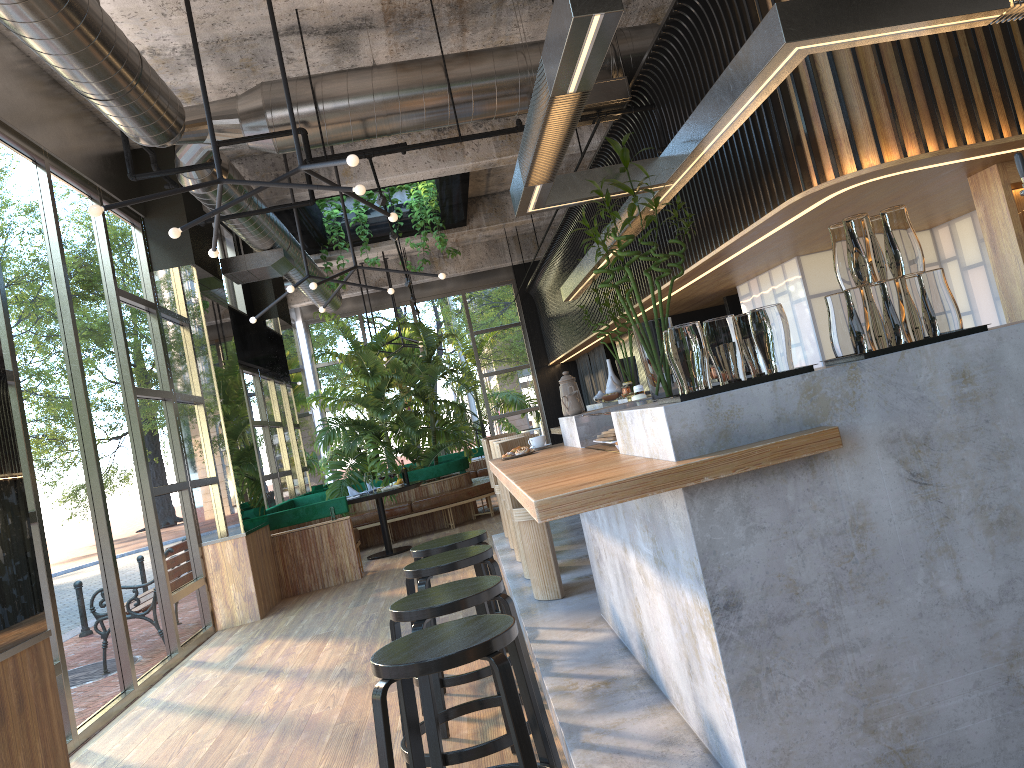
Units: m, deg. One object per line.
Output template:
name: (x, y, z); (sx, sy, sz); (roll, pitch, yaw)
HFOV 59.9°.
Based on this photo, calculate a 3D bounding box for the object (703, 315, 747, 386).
object: (0.620, -0.089, 2.564); (0.104, 0.210, 0.106); (-13, -5, 8)

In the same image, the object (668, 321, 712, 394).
object: (0.505, -0.065, 2.494); (0.104, 0.210, 0.106); (-13, -5, 8)

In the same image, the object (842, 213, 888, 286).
object: (1.047, -0.400, 2.645); (0.110, 0.210, 0.101); (-11, -5, -22)

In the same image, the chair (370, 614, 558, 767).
chair: (-0.118, 1.057, 2.473); (0.510, 0.699, 0.518); (-13, -4, 7)

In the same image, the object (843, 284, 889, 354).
object: (1.041, -0.184, 2.617); (0.108, 0.210, 0.102); (-11, -5, -12)

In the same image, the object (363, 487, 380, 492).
object: (-1.727, 1.252, 10.938); (0.242, 0.139, 0.222); (-11, -3, -23)

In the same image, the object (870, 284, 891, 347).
object: (1.134, -0.202, 2.732); (0.110, 0.210, 0.101); (-11, -5, -22)

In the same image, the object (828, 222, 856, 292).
object: (1.037, -0.394, 2.733); (0.110, 0.210, 0.101); (-11, -5, -22)

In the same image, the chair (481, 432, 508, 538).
chair: (0.071, 0.947, 8.613); (0.546, 0.972, 0.547); (-13, -4, 3)

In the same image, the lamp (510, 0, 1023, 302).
lamp: (1.810, -2.352, 6.488); (5.103, 2.141, 6.557); (-12, -2, -12)

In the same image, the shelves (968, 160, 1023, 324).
shelves: (3.417, -0.349, 5.046); (1.132, 2.063, 0.274); (-12, -5, -10)

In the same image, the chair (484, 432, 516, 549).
chair: (0.122, 0.907, 7.820); (0.574, 0.972, 0.518); (-10, -5, -32)

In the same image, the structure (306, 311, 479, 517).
structure: (-1.790, 0.473, 12.998); (2.526, 3.448, 2.558); (-11, -4, -22)

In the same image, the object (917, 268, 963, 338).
object: (1.269, -0.236, 2.641); (0.110, 0.210, 0.101); (-11, -5, -22)

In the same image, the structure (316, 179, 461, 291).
structure: (-1.582, -2.109, 11.908); (2.096, 1.522, 1.458); (-14, -4, 21)

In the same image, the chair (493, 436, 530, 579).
chair: (0.235, 0.825, 6.288); (0.517, 0.972, 0.576); (-17, -6, 43)

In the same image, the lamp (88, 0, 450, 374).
lamp: (-0.056, -2.054, 7.133); (5.169, 1.830, 18.539); (-13, -2, -5)

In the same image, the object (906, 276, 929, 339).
object: (1.251, -0.227, 2.754); (0.110, 0.210, 0.101); (-11, -5, -22)

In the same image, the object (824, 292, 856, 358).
object: (1.021, -0.176, 2.723); (0.108, 0.210, 0.102); (-11, -5, -12)

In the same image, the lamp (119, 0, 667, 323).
lamp: (-1.349, -1.777, 11.176); (3.861, 1.537, 9.814); (-12, -2, -8)

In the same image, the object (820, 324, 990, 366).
object: (1.181, -0.114, 2.679); (0.445, 0.019, 0.267); (-13, -2, -9)

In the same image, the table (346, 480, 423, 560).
table: (-1.527, 1.646, 10.558); (1.158, 0.753, 1.038); (-10, -4, -38)

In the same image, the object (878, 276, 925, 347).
object: (1.149, -0.209, 2.626); (0.110, 0.210, 0.101); (-11, -5, -22)

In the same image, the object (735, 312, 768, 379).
object: (0.734, -0.112, 2.647); (0.108, 0.210, 0.102); (-11, -5, -12)

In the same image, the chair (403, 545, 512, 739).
chair: (-0.222, 1.138, 4.060); (0.531, 0.699, 0.496); (-11, -4, -16)

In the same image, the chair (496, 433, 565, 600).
chair: (0.272, 0.789, 5.532); (0.517, 0.972, 0.575); (-16, -6, 40)

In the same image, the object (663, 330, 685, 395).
object: (0.510, -0.062, 2.602); (0.104, 0.210, 0.106); (-13, -5, 8)

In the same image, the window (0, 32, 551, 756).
window: (-1.273, -1.510, 6.633); (4.207, 6.518, 19.971); (-12, -2, -4)

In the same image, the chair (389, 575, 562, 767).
chair: (-0.164, 1.092, 3.171); (0.533, 0.699, 0.495); (-11, -4, -18)

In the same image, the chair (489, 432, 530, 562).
chair: (0.186, 0.865, 7.088); (0.532, 0.972, 0.560); (-14, -5, 16)

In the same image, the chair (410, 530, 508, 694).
chair: (-0.264, 1.170, 4.695); (0.527, 0.699, 0.500); (-12, -4, -11)

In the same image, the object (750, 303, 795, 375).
object: (0.748, -0.119, 2.535); (0.108, 0.210, 0.102); (-11, -5, -12)

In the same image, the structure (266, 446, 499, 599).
structure: (0.342, 0.668, 6.614); (6.129, 1.555, 19.726); (-13, -2, -5)

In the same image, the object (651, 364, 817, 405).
object: (0.642, 0.005, 2.582); (0.445, 0.019, 0.267); (-13, -2, -9)

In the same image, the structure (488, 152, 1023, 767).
structure: (2.727, 0.015, 6.180); (5.947, 1.737, 6.985); (-13, -2, -7)

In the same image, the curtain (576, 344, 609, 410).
curtain: (1.492, 0.439, 14.934); (0.123, 2.066, 3.211); (-12, -3, -4)
